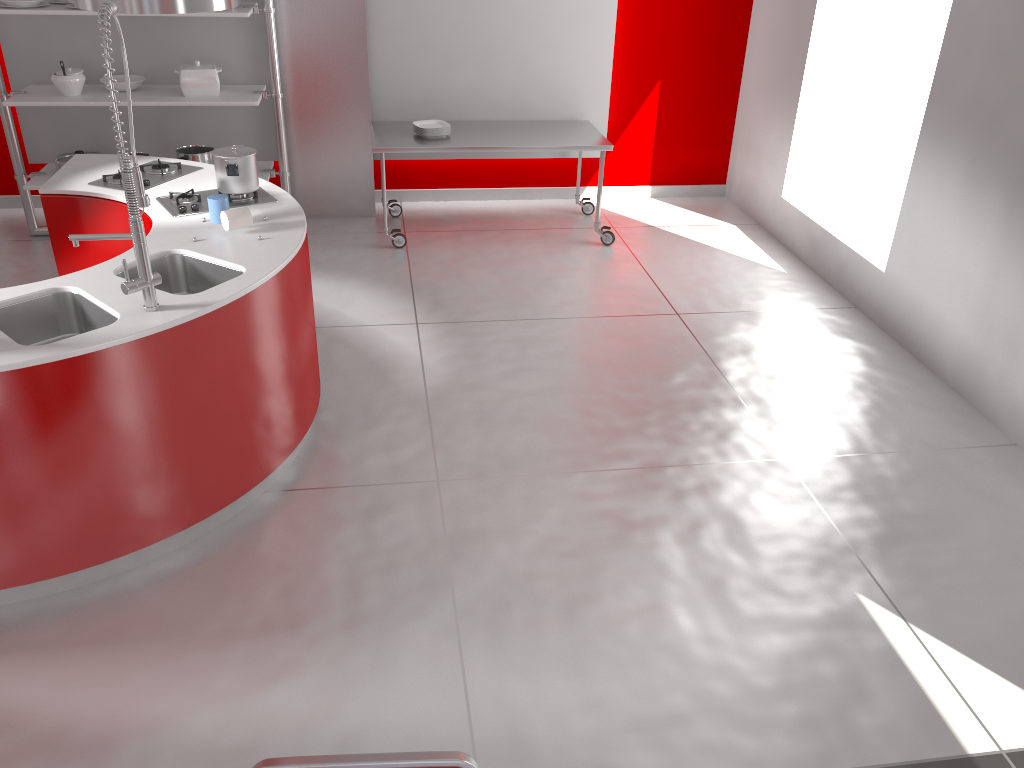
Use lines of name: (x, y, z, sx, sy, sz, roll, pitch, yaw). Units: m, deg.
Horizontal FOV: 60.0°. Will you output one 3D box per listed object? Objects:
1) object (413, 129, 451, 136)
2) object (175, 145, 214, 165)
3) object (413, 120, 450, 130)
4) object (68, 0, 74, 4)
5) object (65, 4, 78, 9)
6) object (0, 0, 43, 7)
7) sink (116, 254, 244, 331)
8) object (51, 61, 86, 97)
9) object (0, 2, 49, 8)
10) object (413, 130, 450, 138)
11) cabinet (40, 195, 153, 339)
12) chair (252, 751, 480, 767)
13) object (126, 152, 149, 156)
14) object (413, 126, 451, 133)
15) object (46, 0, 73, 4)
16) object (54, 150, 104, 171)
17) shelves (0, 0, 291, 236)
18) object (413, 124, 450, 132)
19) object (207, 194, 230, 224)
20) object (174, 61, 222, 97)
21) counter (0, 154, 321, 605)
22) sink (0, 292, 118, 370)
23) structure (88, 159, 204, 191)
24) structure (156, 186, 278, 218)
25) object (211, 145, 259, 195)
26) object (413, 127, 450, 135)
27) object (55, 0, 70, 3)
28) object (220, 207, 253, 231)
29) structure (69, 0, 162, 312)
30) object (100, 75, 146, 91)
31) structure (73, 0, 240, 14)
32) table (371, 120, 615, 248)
object: (-0.530, -1.663, 5.847, 0.228, 0.020, 0.228, -12, 32, -24)
object: (-2.067, -1.457, 5.813, 0.240, 0.161, 0.259, -12, 32, -23)
object: (-0.529, -1.699, 5.827, 0.228, 0.020, 0.228, -12, 32, -24)
object: (-2.471, -2.230, 5.206, 0.244, 0.042, 0.244, -11, 32, -22)
object: (-2.471, -2.218, 5.213, 0.280, 0.015, 0.280, 12, 31, 17)
object: (-2.849, -2.219, 5.163, 0.244, 0.042, 0.244, -11, 32, -22)
sink: (-1.198, -0.316, 3.245, 0.428, 0.172, 0.326, 17, 33, 25)
object: (-2.718, -1.880, 5.430, 0.192, 0.214, 0.192, -10, 31, -20)
object: (-2.850, -2.207, 5.169, 0.280, 0.015, 0.280, 16, 32, 24)
object: (-0.530, -1.654, 5.852, 0.228, 0.020, 0.228, -12, 32, -24)
cabinet: (-2.173, -0.073, 3.370, 1.025, 0.761, 1.875, 21, 34, 31)
chair: (-0.246, 1.091, 1.491, 0.418, 0.857, 0.460, 0, 29, -4)
object: (-2.449, -1.429, 5.778, 0.196, 0.122, 0.182, 23, 35, 33)
object: (-0.530, -1.681, 5.837, 0.228, 0.020, 0.228, -12, 32, -24)
object: (-2.675, -2.325, 5.391, 0.280, 0.015, 0.280, 16, 32, 24)
object: (-2.815, -1.430, 5.750, 0.308, 0.130, 0.407, 1, 29, -2)
shelves: (-2.324, -2.165, 5.412, 1.735, 2.599, 0.535, -3, 29, -8)
object: (-0.529, -1.690, 5.832, 0.228, 0.020, 0.228, -12, 32, -24)
object: (-1.194, -0.715, 3.600, 0.080, 0.100, 0.109, -18, 35, -31)
object: (-1.974, -1.935, 5.594, 0.282, 0.197, 0.235, -8, 31, -17)
counter: (-1.901, -0.037, 3.389, 1.868, 0.880, 2.865, 14, 31, 21)
sink: (-1.487, -0.133, 2.899, 0.428, 0.172, 0.326, 25, 37, 35)
structure: (-1.719, -0.996, 4.177, 0.303, 0.037, 0.457, 12, 31, 18)
structure: (-1.297, -0.825, 3.896, 0.457, 0.037, 0.303, -17, 34, -30)
object: (-1.210, -0.945, 3.889, 0.218, 0.185, 0.189, 26, 37, 36)
object: (-0.530, -1.672, 5.842, 0.228, 0.020, 0.228, -12, 32, -24)
object: (-2.674, -2.337, 5.384, 0.244, 0.042, 0.244, -7, 30, -15)
object: (-1.101, -0.661, 3.526, 0.100, 0.080, 0.109, -20, 36, -34)
structure: (-1.214, -0.670, 2.717, 0.178, 0.920, 0.308, 20, 34, 29)
object: (-2.466, -1.903, 5.632, 0.272, 0.072, 0.272, -24, 39, -39)
structure: (-1.456, -1.994, 3.466, 0.644, 0.958, 0.644, -23, 37, -37)
table: (-0.139, -1.387, 6.119, 1.627, 0.682, 0.749, -2, 29, -7)
